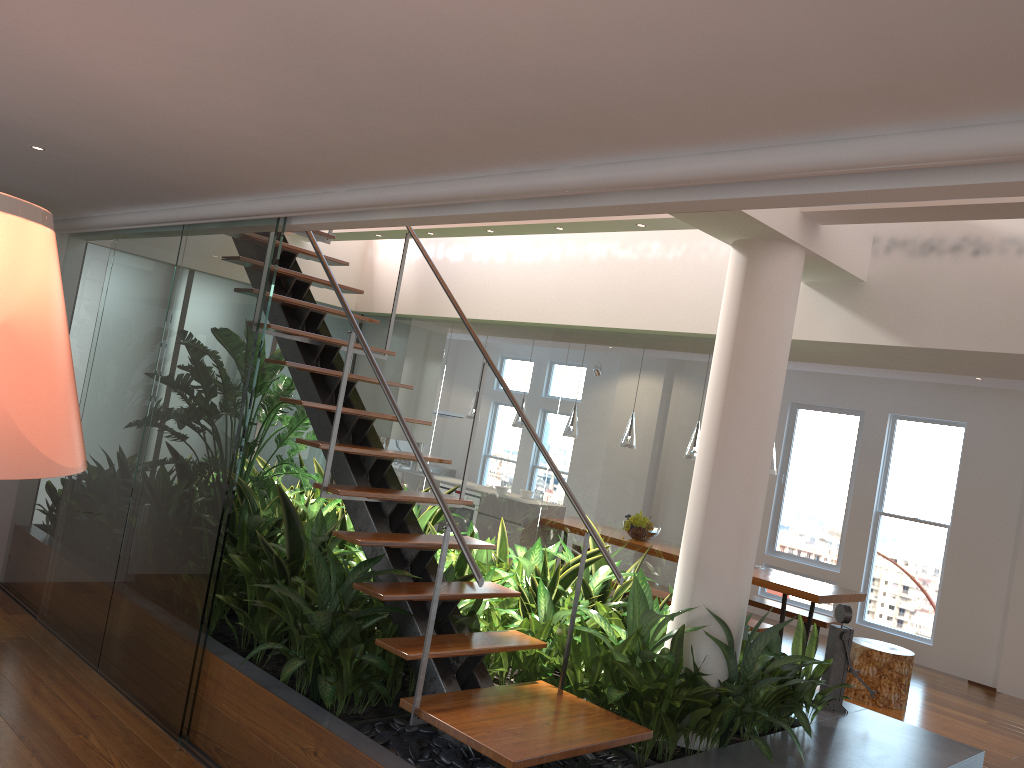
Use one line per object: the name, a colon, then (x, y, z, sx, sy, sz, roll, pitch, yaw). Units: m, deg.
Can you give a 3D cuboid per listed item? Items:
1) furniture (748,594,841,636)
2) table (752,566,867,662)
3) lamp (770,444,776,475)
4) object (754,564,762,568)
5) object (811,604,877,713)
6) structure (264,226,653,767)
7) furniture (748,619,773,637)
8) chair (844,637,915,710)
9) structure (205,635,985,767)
furniture: (2.225, 2.157, 8.076, 1.433, 0.389, 0.316, 8, -3, 45)
table: (0.448, 1.722, 9.088, 5.996, 0.704, 0.893, 8, -3, 45)
lamp: (2.202, 0.218, 7.371, 0.160, 1.060, 0.160, 11, -3, -18)
object: (2.082, 1.591, 7.808, 0.222, 0.020, 0.222, 8, -3, 37)
object: (1.818, 1.481, 4.786, 0.318, 0.565, 0.134, 10, -2, -9)
structure: (-0.505, -0.550, 5.320, 4.591, 4.265, 2.552, 8, -3, 45)
furniture: (1.404, 1.976, 7.230, 1.433, 0.389, 0.316, 8, -3, 45)
chair: (2.774, 2.188, 6.727, 0.460, 0.400, 0.460, 12, -3, -35)
structure: (-0.257, 1.597, 4.917, 5.584, 0.386, 3.088, 8, -3, 45)
